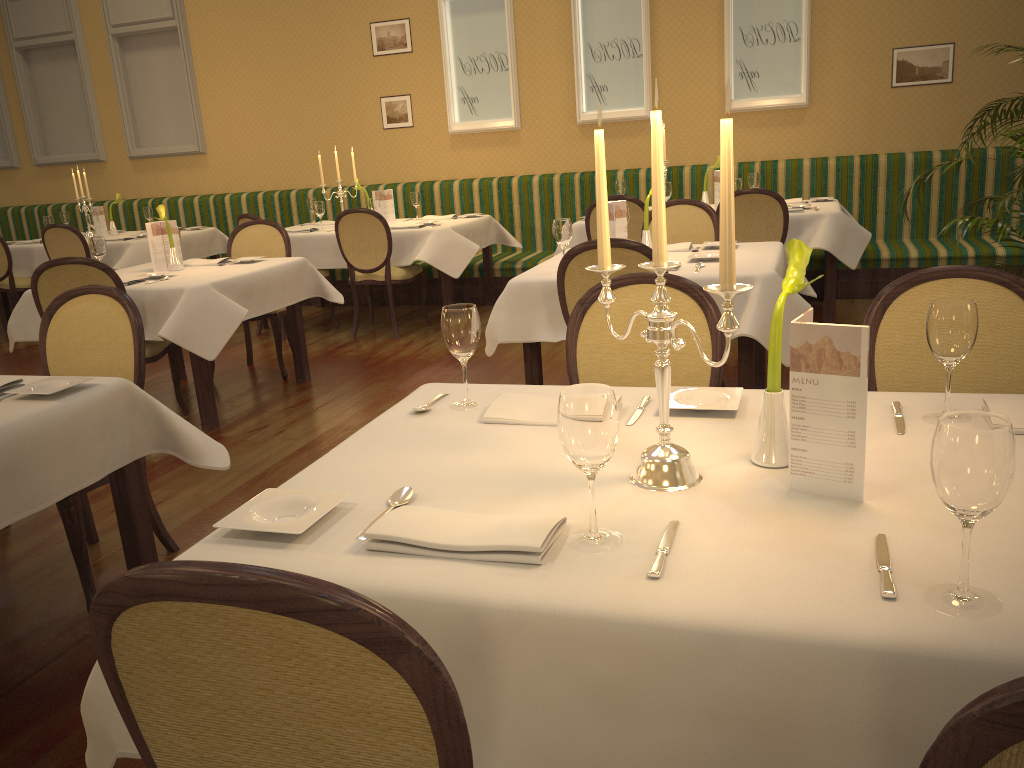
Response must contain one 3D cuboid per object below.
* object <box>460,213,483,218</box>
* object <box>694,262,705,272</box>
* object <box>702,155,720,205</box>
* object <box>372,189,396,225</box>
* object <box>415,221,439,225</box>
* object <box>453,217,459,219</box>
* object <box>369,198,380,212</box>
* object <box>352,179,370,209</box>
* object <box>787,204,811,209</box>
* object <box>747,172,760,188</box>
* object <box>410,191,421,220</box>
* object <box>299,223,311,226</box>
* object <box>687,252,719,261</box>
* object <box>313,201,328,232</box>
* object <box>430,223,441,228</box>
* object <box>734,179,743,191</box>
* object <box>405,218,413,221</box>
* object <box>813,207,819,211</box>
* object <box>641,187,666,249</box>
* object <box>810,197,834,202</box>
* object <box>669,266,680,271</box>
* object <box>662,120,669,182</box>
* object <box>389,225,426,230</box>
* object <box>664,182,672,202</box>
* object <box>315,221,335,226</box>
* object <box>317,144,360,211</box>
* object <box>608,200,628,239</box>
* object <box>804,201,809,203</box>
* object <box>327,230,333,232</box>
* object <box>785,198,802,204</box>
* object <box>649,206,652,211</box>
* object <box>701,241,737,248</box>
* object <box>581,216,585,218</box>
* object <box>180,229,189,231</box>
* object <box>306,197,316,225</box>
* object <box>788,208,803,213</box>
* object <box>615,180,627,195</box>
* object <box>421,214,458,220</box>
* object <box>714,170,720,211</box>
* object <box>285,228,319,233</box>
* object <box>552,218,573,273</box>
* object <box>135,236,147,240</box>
[{"bbox_3d":[-0.331,-1.372,7.238,0.160,0.024,0.160,1,16,19],"label":"object"},{"bbox_3d":[0.780,-0.490,3.721,0.038,0.015,0.181,1,16,20],"label":"object"},{"bbox_3d":[1.423,-1.438,6.337,0.163,0.375,0.076,-3,15,6],"label":"object"},{"bbox_3d":[-1.007,-1.397,7.035,0.166,0.277,0.081,-9,16,-19],"label":"object"},{"bbox_3d":[-0.639,-1.231,6.803,0.160,0.024,0.160,1,16,19],"label":"object"},{"bbox_3d":[-0.442,-1.358,7.230,0.038,0.015,0.181,1,16,20],"label":"object"},{"bbox_3d":[-1.047,-1.308,6.804,0.088,0.229,0.088,-10,16,-22],"label":"object"},{"bbox_3d":[-1.189,-1.468,7.149,0.076,0.375,0.163,9,20,39],"label":"object"},{"bbox_3d":[1.919,-1.183,5.942,0.160,0.024,0.160,1,16,19],"label":"object"},{"bbox_3d":[1.764,-1.427,6.484,0.088,0.229,0.088,-10,16,-22],"label":"object"},{"bbox_3d":[-0.794,-1.475,7.345,0.088,0.229,0.088,-12,17,-28],"label":"object"},{"bbox_3d":[-1.796,-1.393,7.723,0.038,0.015,0.181,1,16,20],"label":"object"},{"bbox_3d":[0.868,-0.563,3.950,0.160,0.024,0.160,1,16,19],"label":"object"},{"bbox_3d":[-1.501,-1.314,6.948,0.088,0.229,0.088,-10,16,-22],"label":"object"},{"bbox_3d":[-0.574,-1.188,6.645,0.038,0.015,0.181,1,16,20],"label":"object"},{"bbox_3d":[1.482,-1.240,5.874,0.088,0.229,0.088,-10,16,-22],"label":"object"},{"bbox_3d":[-0.868,-1.369,7.393,0.017,0.010,0.185,1,16,20],"label":"object"},{"bbox_3d":[1.984,-1.141,5.785,0.038,0.015,0.181,1,16,20],"label":"object"},{"bbox_3d":[0.648,-0.782,4.141,0.076,0.375,0.163,9,20,39],"label":"object"},{"bbox_3d":[2.227,-1.325,6.377,0.160,0.024,0.160,1,16,19],"label":"object"},{"bbox_3d":[0.579,-0.503,3.815,0.273,0.024,0.142,1,16,19],"label":"object"},{"bbox_3d":[1.087,-1.563,6.369,0.131,0.655,0.390,3,17,24],"label":"object"},{"bbox_3d":[-0.798,-1.180,6.665,0.273,0.024,0.142,1,16,19],"label":"object"},{"bbox_3d":[1.057,-1.267,6.087,0.088,0.229,0.088,-10,16,-22],"label":"object"},{"bbox_3d":[-1.526,-1.378,7.571,0.273,0.033,0.142,1,16,19],"label":"object"},{"bbox_3d":[-1.398,-1.607,7.197,0.131,0.655,0.390,6,18,32],"label":"object"},{"bbox_3d":[0.462,-0.690,4.050,0.081,0.277,0.166,3,17,25],"label":"object"},{"bbox_3d":[2.116,-1.310,6.369,0.038,0.015,0.181,1,16,20],"label":"object"},{"bbox_3d":[-1.398,-1.205,6.936,0.017,0.010,0.185,1,16,19],"label":"object"},{"bbox_3d":[1.962,-1.324,6.435,0.273,0.033,0.142,1,16,19],"label":"object"},{"bbox_3d":[1.032,-1.331,6.710,0.273,0.033,0.142,1,16,19],"label":"object"},{"bbox_3d":[1.010,-0.674,4.318,0.160,0.024,0.160,1,16,19],"label":"object"},{"bbox_3d":[0.575,-1.172,6.261,0.160,0.024,0.160,1,16,19],"label":"object"},{"bbox_3d":[-3.004,-1.405,8.092,0.038,0.015,0.181,1,16,20],"label":"object"},{"bbox_3d":[-1.722,-1.493,7.662,0.088,0.229,0.088,-10,16,-22],"label":"object"},{"bbox_3d":[1.760,-1.133,5.804,0.273,0.024,0.142,1,16,19],"label":"object"},{"bbox_3d":[0.836,-1.446,6.801,0.088,0.229,0.088,-10,16,-22],"label":"object"},{"bbox_3d":[-0.596,-1.371,7.295,0.273,0.033,0.142,1,16,19],"label":"object"},{"bbox_3d":[1.458,-1.355,6.219,0.081,0.277,0.166,7,19,34],"label":"object"},{"bbox_3d":[-1.681,-1.215,7.014,0.273,0.033,0.142,1,16,19],"label":"object"},{"bbox_3d":[0.225,-0.606,3.888,0.088,0.229,0.088,-10,16,-22],"label":"object"},{"bbox_3d":[-3.137,-1.236,7.508,0.038,0.015,0.181,1,16,20],"label":"object"}]
